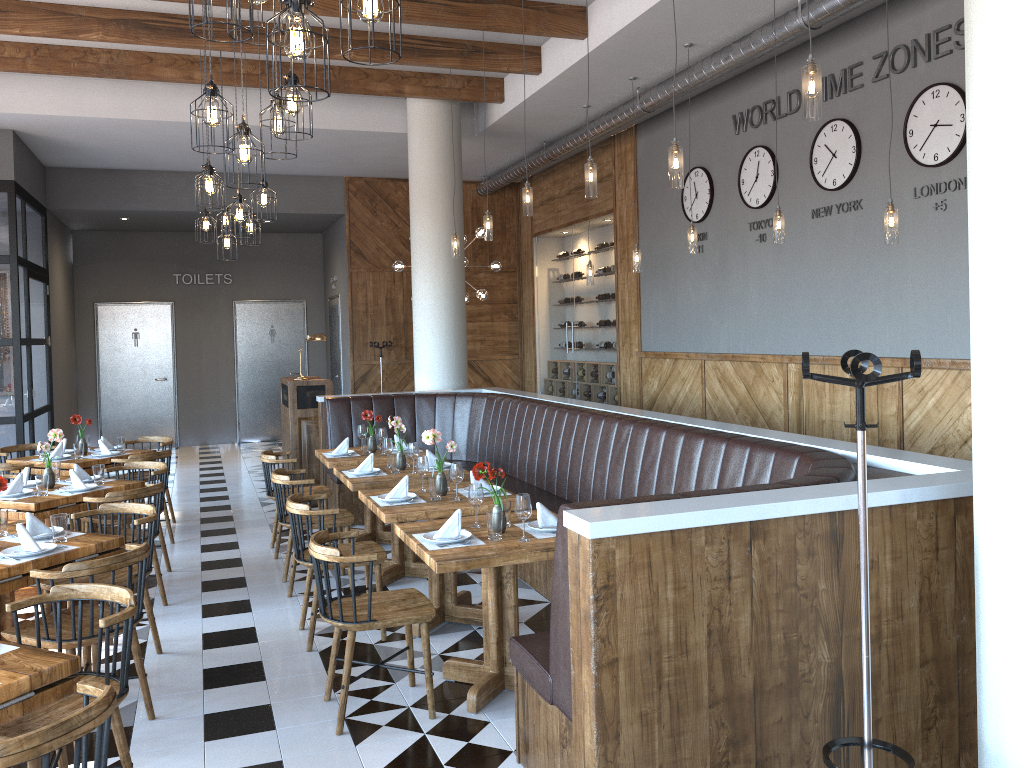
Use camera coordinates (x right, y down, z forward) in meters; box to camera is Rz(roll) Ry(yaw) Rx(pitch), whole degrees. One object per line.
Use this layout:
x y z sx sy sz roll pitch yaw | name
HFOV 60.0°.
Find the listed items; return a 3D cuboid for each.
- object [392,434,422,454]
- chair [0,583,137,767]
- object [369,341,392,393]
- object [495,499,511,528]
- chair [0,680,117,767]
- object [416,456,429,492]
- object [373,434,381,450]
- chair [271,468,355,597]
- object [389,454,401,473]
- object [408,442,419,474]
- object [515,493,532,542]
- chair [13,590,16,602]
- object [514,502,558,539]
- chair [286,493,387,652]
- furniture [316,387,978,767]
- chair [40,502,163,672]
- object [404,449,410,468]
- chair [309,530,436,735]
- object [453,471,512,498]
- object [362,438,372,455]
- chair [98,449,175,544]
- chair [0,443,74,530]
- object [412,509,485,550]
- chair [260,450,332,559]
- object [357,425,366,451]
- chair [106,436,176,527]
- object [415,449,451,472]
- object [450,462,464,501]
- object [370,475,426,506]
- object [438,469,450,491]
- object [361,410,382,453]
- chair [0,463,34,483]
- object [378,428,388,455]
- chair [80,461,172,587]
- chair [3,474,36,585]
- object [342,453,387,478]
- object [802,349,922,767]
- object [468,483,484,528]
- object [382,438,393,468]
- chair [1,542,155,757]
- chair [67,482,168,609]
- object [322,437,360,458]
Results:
-0.925 0.492 7.517 0.272 0.137 0.352 -3 3 -19 | object
-1.630 1.191 3.151 0.519 0.816 0.550 -1 2 25 | chair
-1.874 0.211 12.799 0.374 1.657 0.375 -1 1 3 | object
-0.041 0.651 4.444 0.080 0.132 0.080 -2 2 -20 | object
-1.325 1.233 2.292 0.549 0.816 0.520 -1 2 25 | chair
-0.557 0.559 5.532 0.081 0.215 0.081 -1 1 34 | object
-1.157 0.497 7.585 0.080 0.132 0.080 -2 2 -20 | object
-1.390 1.006 6.197 0.550 0.816 0.520 -2 2 -20 | chair
-0.828 0.564 6.281 0.080 0.132 0.080 -3 2 -34 | object
-0.693 0.521 6.242 0.081 0.215 0.081 -1 1 11 | object
0.053 0.625 4.142 0.081 0.215 0.081 -1 2 40 | object
-3.409 1.105 5.435 0.519 0.816 0.550 -1 2 25 | chair
0.190 0.646 4.379 0.272 0.137 0.352 -3 3 -19 | object
-1.021 1.057 5.158 0.550 0.816 0.520 -2 2 -20 | chair
0.052 0.804 6.141 1.918 1.149 6.593 -3 3 -19 | furniture
-2.233 1.108 4.847 0.519 0.816 0.550 -1 2 25 | chair
-0.788 0.548 6.544 0.080 0.132 0.080 -2 2 -20 | object
-0.652 1.108 4.120 0.550 0.816 0.520 -2 2 -20 | chair
-0.186 0.594 5.437 0.272 0.137 0.352 -3 3 -19 | object
-1.197 0.513 7.321 0.080 0.132 0.080 -3 2 -34 | object
-3.184 0.976 7.522 0.549 0.816 0.520 -1 2 25 | chair
-4.347 0.975 8.076 0.549 0.816 0.520 -1 2 25 | chair
-0.307 0.669 4.211 0.272 0.137 0.352 -3 3 -19 | object
-1.759 0.955 7.235 0.550 0.816 0.520 -2 2 -20 | chair
-1.286 0.459 7.583 0.081 0.215 0.081 -2 1 -28 | object
-3.505 0.934 8.399 0.519 0.816 0.550 -1 2 25 | chair
-0.557 0.543 6.481 0.272 0.137 0.352 -3 3 -19 | object
-0.324 0.572 5.204 0.081 0.215 0.081 -1 1 34 | object
-0.683 0.617 5.270 0.272 0.137 0.352 -3 3 -19 | object
-0.419 0.599 5.507 0.080 0.132 0.080 -2 2 -20 | object
-1.182 0.394 7.445 0.156 0.355 0.171 -2 2 -26 | object
-4.042 1.017 7.217 0.519 0.816 0.550 -1 2 25 | chair
-1.062 0.470 7.282 0.081 0.215 0.081 -1 1 11 | object
-2.855 1.022 6.599 0.519 0.816 0.550 -1 2 25 | chair
-3.714 1.063 6.295 0.549 0.816 0.520 -1 2 25 | chair
-1.055 0.566 6.314 0.272 0.137 0.352 -3 3 -19 | object
1.033 0.732 2.589 0.375 1.657 0.374 -2 1 -42 | object
-0.181 0.611 4.473 0.081 0.215 0.081 -2 1 -11 | object
-0.916 0.510 6.543 0.081 0.215 0.081 -2 1 -28 | object
-1.928 1.150 3.988 0.549 0.816 0.520 -1 2 25 | chair
-2.550 1.064 5.740 0.549 0.816 0.520 -1 2 25 | chair
-1.422 0.515 7.349 0.272 0.137 0.352 -3 3 -19 | object
